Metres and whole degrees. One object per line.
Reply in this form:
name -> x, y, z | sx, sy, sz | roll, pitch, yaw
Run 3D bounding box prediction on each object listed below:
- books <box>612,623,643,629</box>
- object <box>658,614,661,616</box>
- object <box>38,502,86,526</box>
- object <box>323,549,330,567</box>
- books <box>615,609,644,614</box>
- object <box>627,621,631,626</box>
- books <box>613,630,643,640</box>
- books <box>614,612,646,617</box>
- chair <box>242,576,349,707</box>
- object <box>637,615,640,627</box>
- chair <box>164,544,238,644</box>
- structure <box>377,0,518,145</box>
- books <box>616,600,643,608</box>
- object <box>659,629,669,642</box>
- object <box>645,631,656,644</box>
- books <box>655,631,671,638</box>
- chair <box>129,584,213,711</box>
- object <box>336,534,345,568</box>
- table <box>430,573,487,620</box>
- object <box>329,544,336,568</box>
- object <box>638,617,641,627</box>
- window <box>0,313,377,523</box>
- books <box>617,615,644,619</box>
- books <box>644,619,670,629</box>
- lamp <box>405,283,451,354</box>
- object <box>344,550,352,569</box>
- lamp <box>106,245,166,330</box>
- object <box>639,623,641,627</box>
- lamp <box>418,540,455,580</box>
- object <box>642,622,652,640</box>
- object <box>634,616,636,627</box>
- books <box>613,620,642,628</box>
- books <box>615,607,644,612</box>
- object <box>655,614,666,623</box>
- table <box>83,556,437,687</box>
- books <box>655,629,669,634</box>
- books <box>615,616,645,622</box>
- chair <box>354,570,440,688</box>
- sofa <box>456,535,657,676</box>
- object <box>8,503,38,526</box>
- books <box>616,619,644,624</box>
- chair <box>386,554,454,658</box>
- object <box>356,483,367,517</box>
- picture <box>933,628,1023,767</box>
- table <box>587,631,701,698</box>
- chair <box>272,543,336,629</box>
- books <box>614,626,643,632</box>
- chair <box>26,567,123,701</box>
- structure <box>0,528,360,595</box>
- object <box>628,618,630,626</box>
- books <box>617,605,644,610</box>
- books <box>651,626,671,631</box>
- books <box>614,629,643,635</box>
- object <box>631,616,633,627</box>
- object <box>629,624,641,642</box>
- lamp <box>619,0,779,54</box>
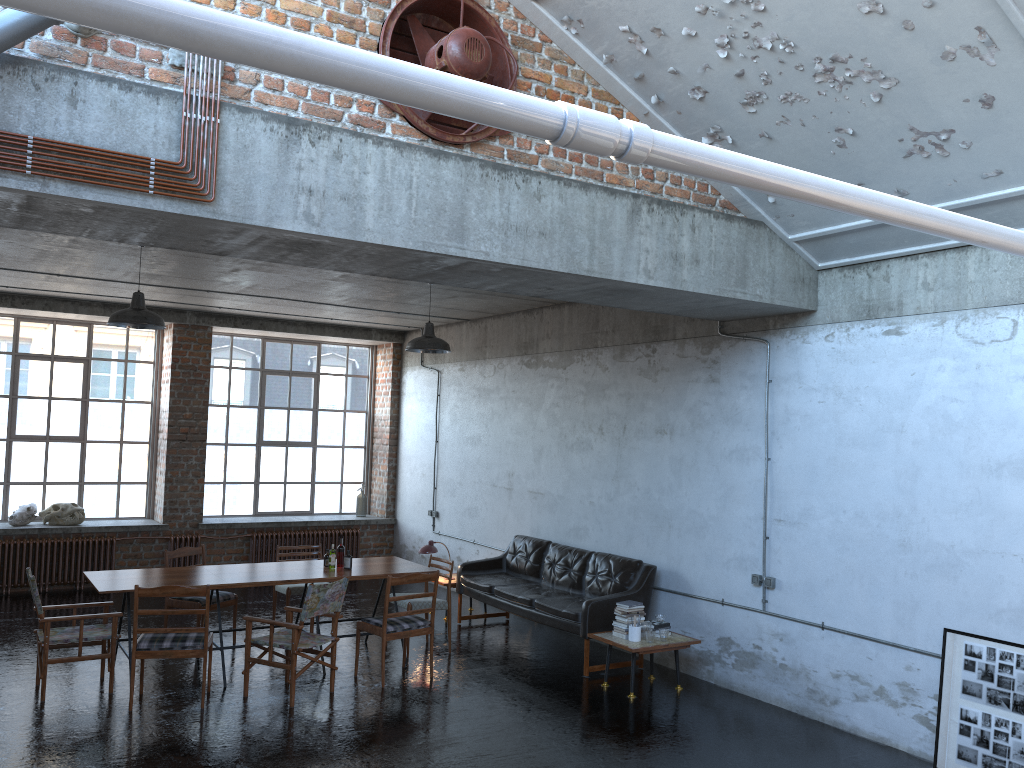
books -> 1.090, 2.238, 8.227 | 0.255, 0.014, 0.192 | 4, -4, -29
object -> 1.390, 2.199, 8.323 | 0.065, 0.060, 0.081 | -1, -4, 40
object -> -6.175, 1.774, 12.133 | 0.625, 0.305, 0.418 | 0, -4, 32
object -> -1.844, 1.742, 8.870 | 0.077, 0.173, 0.077 | -1, -4, 43
books -> 1.088, 2.108, 8.227 | 0.231, 0.023, 0.162 | 3, -3, -16
object -> 1.089, 2.219, 8.026 | 0.137, 0.190, 0.009 | 4, -4, -29
books -> 1.085, 2.312, 8.205 | 0.248, 0.043, 0.192 | 4, -4, -32
books -> 1.094, 2.130, 8.230 | 0.244, 0.019, 0.174 | 4, -4, -32
chair -> -1.849, 2.162, 7.594 | 0.713, 1.031, 0.574 | 0, -4, 28
object -> 1.141, 2.195, 8.065 | 0.052, 0.185, 0.009 | 4, -4, -30
chair -> -3.204, 2.213, 9.127 | 0.509, 1.028, 0.573 | 1, -3, 22
structure -> -0.447, -2.121, 5.881 | 1.058, 1.096, 0.808 | 4, -4, -32
books -> 1.092, 2.044, 8.242 | 0.201, 0.024, 0.159 | 5, -4, -42
object -> 1.379, 2.284, 8.049 | 0.092, 0.099, 0.092 | 0, -4, 36
object -> 1.241, 2.274, 7.963 | 0.092, 0.099, 0.092 | 0, -4, 36
books -> 1.340, 2.330, 8.312 | 0.243, 0.034, 0.179 | -1, -4, 41
chair -> -2.784, 2.128, 7.301 | 0.573, 1.028, 0.509 | 3, -3, -13
object -> -1.711, 1.668, 8.867 | 0.075, 0.324, 0.075 | 2, -3, -7
table -> -0.653, 2.658, 11.114 | 0.811, 0.458, 0.649 | 4, -4, -32
object -> -1.777, 1.704, 8.777 | 0.070, 0.235, 0.041 | 4, -4, -32
object -> 1.147, 2.203, 8.053 | 0.062, 0.169, 0.009 | 4, -4, -32
window -> -1.700, 2.485, 15.870 | 19.864, 12.900, 0.747 | 4, -4, -32
books -> 1.098, 2.150, 8.231 | 0.205, 0.022, 0.155 | 4, -4, -37
books -> 1.339, 2.251, 8.314 | 0.225, 0.029, 0.179 | 5, -4, -40
lamp -> -0.891, -0.797, 9.622 | 0.502, 0.891, 0.502 | 4, -4, -28
object -> -1.621, 1.739, 8.771 | 0.097, 0.180, 0.051 | 0, -4, 30
lamp -> -3.385, -0.966, 8.059 | 0.502, 0.891, 0.502 | 4, -4, -28
object -> 1.139, 2.235, 8.029 | 0.068, 0.159, 0.009 | 3, -3, -19
lamp -> -0.933, 2.168, 10.934 | 0.496, 0.492, 0.220 | 5, -4, -40
object -> 1.228, 2.252, 8.079 | 0.087, 0.155, 0.087 | 0, -4, 31
object -> 1.119, 2.214, 8.071 | 0.023, 0.204, 0.037 | 2, -3, 7
books -> 1.089, 2.217, 8.229 | 0.245, 0.028, 0.193 | 4, -4, -37
books -> 1.095, 2.087, 8.244 | 0.209, 0.023, 0.167 | 4, -4, -38
object -> 1.391, 2.204, 8.322 | 0.103, 0.068, 0.103 | 0, -4, 31
table -> -2.337, 2.248, 8.455 | 3.112, 0.917, 1.067 | 4, -4, -32
books -> 1.331, 2.301, 8.313 | 0.227, 0.024, 0.166 | 0, -4, 37
books -> 1.096, 2.172, 8.236 | 0.224, 0.021, 0.158 | 4, -4, -32
chair -> -1.071, 2.236, 8.238 | 0.573, 1.028, 0.509 | 5, -4, -43
sofa -> 0.386, 2.313, 9.738 | 0.929, 1.045, 2.610 | 4, -4, -32
object -> -6.588, 1.762, 11.947 | 0.281, 0.281, 0.575 | 2, -3, -6
books -> 1.098, 2.192, 8.231 | 0.221, 0.023, 0.147 | 4, -4, -33
chair -> -0.956, 2.314, 9.289 | 0.577, 0.971, 0.589 | 4, -4, -32
object -> -2.471, 1.907, 14.581 | 0.172, 0.551, 0.172 | 1, -3, 12
picture -> 3.317, 2.253, 6.021 | 0.135, 0.994, 0.889 | 4, -4, -32
table -> 1.208, 2.559, 8.157 | 0.811, 0.458, 0.649 | 4, -4, -32
chair -> -2.314, 2.300, 9.875 | 0.589, 0.971, 0.577 | 4, -4, -32
books -> 1.089, 2.256, 8.208 | 0.249, 0.023, 0.175 | 4, -4, -31
chair -> -3.740, 2.095, 7.532 | 0.713, 1.031, 0.574 | 4, -4, -32
structure -> -4.652, 2.489, 12.636 | 5.349, 0.713, 0.232 | 4, -4, -32
object -> 1.069, 2.210, 8.032 | 0.046, 0.202, 0.023 | 2, -3, 4
books -> 1.100, 2.065, 8.236 | 0.205, 0.020, 0.155 | 4, -4, -32
books -> 1.342, 2.278, 8.323 | 0.243, 0.024, 0.175 | 4, -4, -36
books -> 1.088, 2.279, 8.207 | 0.249, 0.023, 0.175 | 4, -4, -36
object -> 1.098, 2.204, 8.066 | 0.009, 0.167, 0.061 | 3, -3, -20
object -> 1.111, 2.256, 8.024 | 0.110, 0.137, 0.110 | 4, -4, -32
lamp -> 1.666, -1.589, 3.484 | 0.945, 2.025, 5.320 | 3, -3, -14
